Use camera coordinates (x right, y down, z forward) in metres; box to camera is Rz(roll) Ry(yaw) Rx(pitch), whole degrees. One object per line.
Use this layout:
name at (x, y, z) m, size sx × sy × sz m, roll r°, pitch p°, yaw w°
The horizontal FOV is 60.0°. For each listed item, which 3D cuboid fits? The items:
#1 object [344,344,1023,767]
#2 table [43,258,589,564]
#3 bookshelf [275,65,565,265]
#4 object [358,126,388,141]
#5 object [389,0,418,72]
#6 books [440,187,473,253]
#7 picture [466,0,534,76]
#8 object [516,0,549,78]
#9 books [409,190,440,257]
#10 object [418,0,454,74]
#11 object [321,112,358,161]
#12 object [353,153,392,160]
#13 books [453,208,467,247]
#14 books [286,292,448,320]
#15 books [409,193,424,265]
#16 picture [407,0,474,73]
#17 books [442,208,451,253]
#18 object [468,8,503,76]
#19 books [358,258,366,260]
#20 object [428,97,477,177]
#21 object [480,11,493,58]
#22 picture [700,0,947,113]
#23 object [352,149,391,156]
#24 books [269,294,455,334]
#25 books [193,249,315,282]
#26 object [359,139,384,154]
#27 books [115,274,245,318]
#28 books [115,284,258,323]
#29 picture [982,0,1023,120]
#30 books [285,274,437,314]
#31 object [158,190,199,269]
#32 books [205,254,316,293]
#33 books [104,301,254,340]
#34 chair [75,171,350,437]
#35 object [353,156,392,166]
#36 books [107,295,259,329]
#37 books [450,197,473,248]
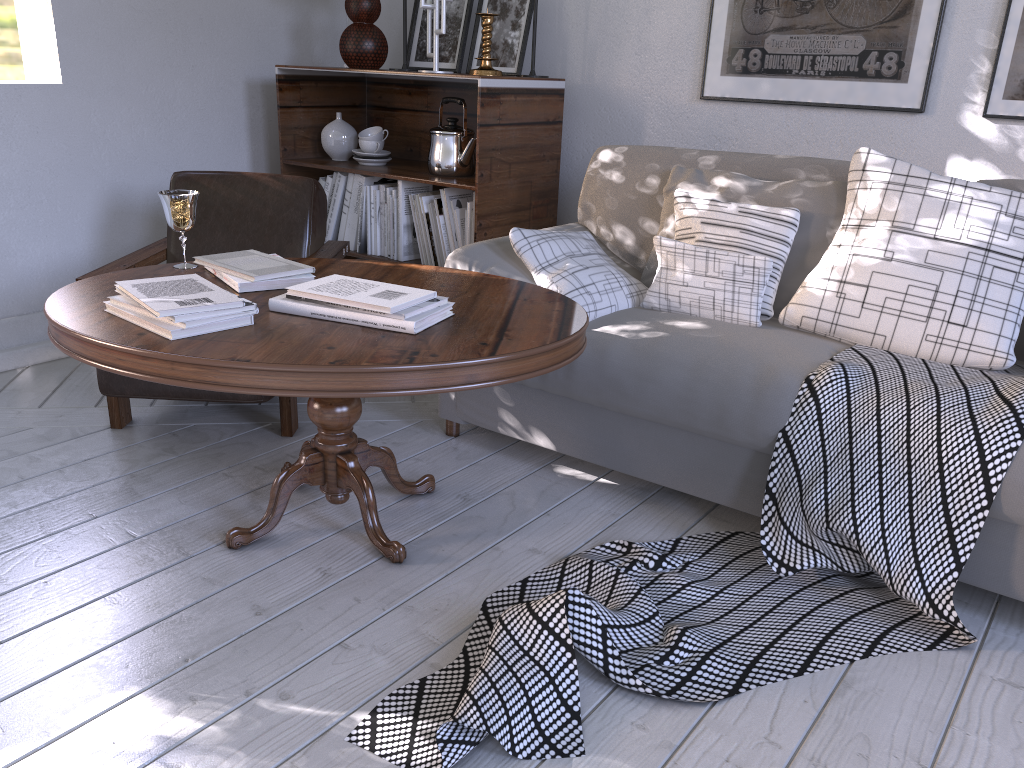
object at (0.439, 0.204, 1.466) m, size 1.501 × 0.400 × 0.488 m, roll -6°, pitch 22°, yaw -23°
table at (-0.347, 0.053, 1.669) m, size 0.951 × 0.438 × 0.726 m, roll 4°, pitch 20°, yaw 5°
bookshelf at (-0.301, -0.556, 2.796) m, size 0.793 × 0.812 × 0.398 m, roll 16°, pitch 25°, yaw 32°
object at (-0.439, -0.768, 2.768) m, size 0.078 × 0.068 × 0.082 m, roll -14°, pitch 26°, yaw -37°
object at (-0.317, -1.078, 2.620) m, size 0.095 × 0.293 × 0.093 m, roll -10°, pitch 25°, yaw -30°
books at (-0.141, -0.453, 2.580) m, size 0.077 × 0.236 × 0.125 m, roll 17°, pitch 25°, yaw 33°
picture at (-0.035, -1.063, 2.675) m, size 0.200 × 0.255 × 0.079 m, roll 16°, pitch 25°, yaw 32°
object at (0.065, -1.024, 2.518) m, size 0.095 × 0.293 × 0.093 m, roll -10°, pitch 25°, yaw -30°
books at (-0.243, -0.472, 2.662) m, size 0.064 × 0.205 × 0.130 m, roll 17°, pitch 25°, yaw 33°
object at (-0.209, -1.089, 2.458) m, size 0.100 × 0.430 × 0.100 m, roll 9°, pitch 22°, yaw 17°
object at (-0.555, -0.795, 2.850) m, size 0.122 × 0.149 × 0.110 m, roll 15°, pitch 24°, yaw 30°
object at (-0.439, -0.712, 2.790) m, size 0.121 × 0.021 × 0.119 m, roll 1°, pitch 20°, yaw -5°
books at (-0.114, -0.421, 2.577) m, size 0.055 × 0.180 × 0.114 m, roll 17°, pitch 25°, yaw 33°
books at (-0.246, -0.147, 1.509) m, size 0.239 × 0.010 × 0.133 m, roll 12°, pitch 22°, yaw 25°
books at (-0.240, -0.466, 2.647) m, size 0.064 × 0.205 × 0.130 m, roll 17°, pitch 25°, yaw 33°
picture at (-0.229, -1.144, 2.801) m, size 0.230 × 0.305 × 0.094 m, roll 16°, pitch 25°, yaw 32°
books at (-0.147, -0.430, 2.593) m, size 0.055 × 0.180 × 0.114 m, roll 17°, pitch 25°, yaw 33°
object at (-0.069, -0.938, 2.430) m, size 0.096 × 0.174 × 0.095 m, roll -12°, pitch 25°, yaw -33°
books at (-0.471, -0.295, 2.901) m, size 0.042 × 0.235 × 0.139 m, roll 17°, pitch 25°, yaw 33°
object at (-0.153, -0.717, 2.581) m, size 0.190 × 0.226 × 0.141 m, roll 12°, pitch 23°, yaw 24°
object at (-0.076, -0.970, 2.517) m, size 0.062 × 0.175 × 0.061 m, roll 7°, pitch 22°, yaw 11°
picture at (0.780, -1.090, 2.169) m, size 0.585 × 0.784 × 0.019 m, roll 16°, pitch 25°, yaw 32°
object at (-0.442, -0.722, 2.788) m, size 0.120 × 0.024 × 0.120 m, roll 18°, pitch 25°, yaw 37°
books at (-0.255, -0.132, 1.516) m, size 0.278 × 0.021 × 0.147 m, roll 10°, pitch 21°, yaw 20°
books at (-0.503, -0.232, 1.721) m, size 0.212 × 0.011 × 0.135 m, roll 19°, pitch 25°, yaw 38°
object at (-0.441, -0.741, 2.779) m, size 0.079 × 0.050 × 0.081 m, roll 5°, pitch 20°, yaw 8°
books at (-0.537, -0.145, 1.425) m, size 0.135 × 0.011 × 0.213 m, roll -12°, pitch 25°, yaw -36°
books at (-0.536, -0.142, 1.447) m, size 0.134 × 0.010 × 0.238 m, roll -15°, pitch 26°, yaw -41°
picture at (1.317, -0.873, 1.839) m, size 0.483 × 0.648 × 0.019 m, roll 16°, pitch 25°, yaw 32°
books at (-0.254, -0.154, 1.495) m, size 0.213 × 0.011 × 0.135 m, roll 12°, pitch 22°, yaw 25°
object at (-0.656, -0.306, 1.762) m, size 0.076 × 0.151 × 0.076 m, roll 15°, pitch 24°, yaw 29°
books at (-0.495, -0.219, 1.731) m, size 0.147 × 0.018 × 0.227 m, roll -10°, pitch 23°, yaw -31°
books at (-0.545, -0.116, 1.443) m, size 0.220 × 0.015 × 0.141 m, roll 19°, pitch 25°, yaw 38°
chair at (-0.717, -0.222, 2.219) m, size 0.497 × 0.562 × 0.693 m, roll 3°, pitch 20°, yaw 0°
object at (-0.440, -0.703, 2.794) m, size 0.121 × 0.021 × 0.119 m, roll 1°, pitch 20°, yaw -5°
books at (-0.536, -0.128, 1.441) m, size 0.213 × 0.011 × 0.135 m, roll 17°, pitch 24°, yaw 34°
books at (-0.122, -0.436, 2.581) m, size 0.060 × 0.202 × 0.113 m, roll 17°, pitch 25°, yaw 33°
